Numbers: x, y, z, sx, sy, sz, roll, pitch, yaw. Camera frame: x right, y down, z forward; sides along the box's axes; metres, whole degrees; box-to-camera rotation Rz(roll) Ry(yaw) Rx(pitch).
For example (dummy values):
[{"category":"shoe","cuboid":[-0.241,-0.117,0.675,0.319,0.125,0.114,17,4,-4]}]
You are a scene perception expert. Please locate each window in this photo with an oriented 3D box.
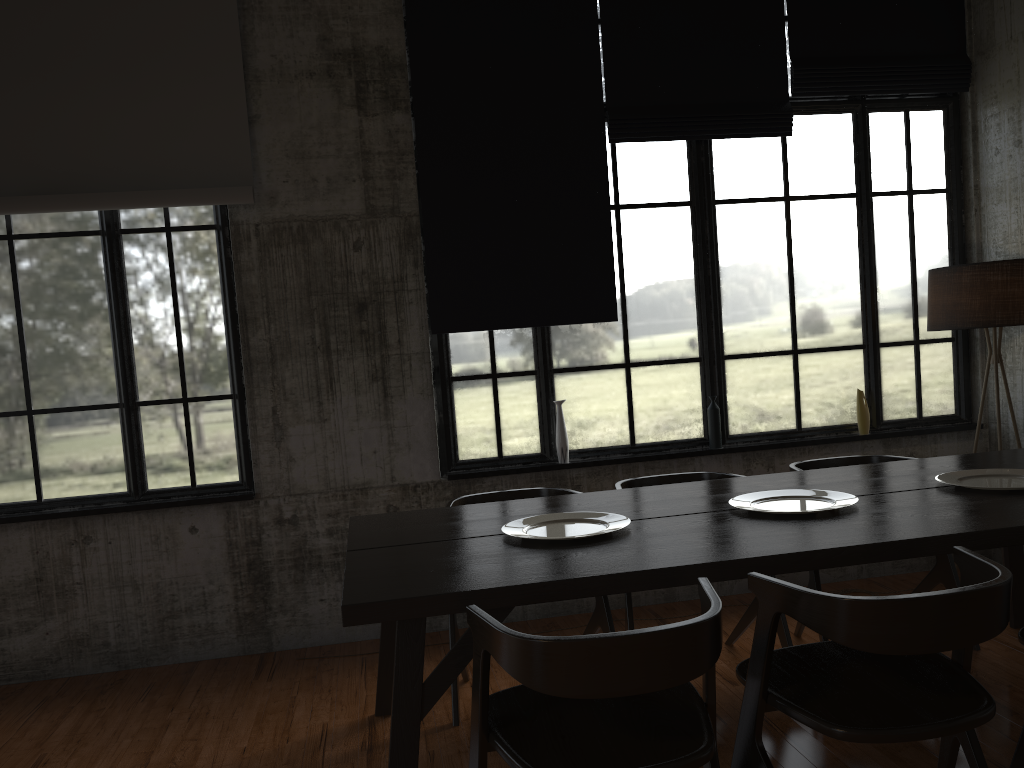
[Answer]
[{"category":"window","cuboid":[1.288,-1.245,5.885,3.810,3.443,0.050,-5,4,-9]},{"category":"window","cuboid":[-3.804,-0.834,5.070,4.303,3.443,0.050,-5,4,-9]}]

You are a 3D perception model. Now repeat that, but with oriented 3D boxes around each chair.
[{"category":"chair","cuboid":[1.948,0.936,4.843,0.878,0.995,0.768,-5,3,-9]},{"category":"chair","cuboid":[0.948,1.017,4.675,0.878,0.995,0.768,-5,3,-9]},{"category":"chair","cuboid":[0.282,1.138,2.717,0.878,0.995,0.768,-5,3,-9]},{"category":"chair","cuboid":[1.169,1.066,2.859,0.878,0.995,0.768,-5,3,-10]},{"category":"chair","cuboid":[2.217,0.983,2.984,0.878,0.995,0.768,-5,3,-13]},{"category":"chair","cuboid":[0.062,1.088,4.533,0.878,0.995,0.768,-5,3,-10]}]

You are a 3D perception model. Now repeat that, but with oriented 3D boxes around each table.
[{"category":"table","cuboid":[1.198,1.021,3.859,3.701,1.008,1.636,-5,3,-9]}]

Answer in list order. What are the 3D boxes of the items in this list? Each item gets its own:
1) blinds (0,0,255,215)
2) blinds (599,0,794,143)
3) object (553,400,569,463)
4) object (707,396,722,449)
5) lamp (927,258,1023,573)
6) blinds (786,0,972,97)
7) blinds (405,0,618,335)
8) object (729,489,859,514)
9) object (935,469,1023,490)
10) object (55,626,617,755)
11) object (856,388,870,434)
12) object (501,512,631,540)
[{"category":"blinds","cuboid":[-3.784,-1.773,4.829,4.464,1.779,0.136,-5,4,-9]},{"category":"blinds","cuboid":[1.187,-2.286,5.711,1.254,1.401,0.051,-5,4,-9]},{"category":"object","cuboid":[0.320,0.308,5.728,0.082,0.411,0.082,-1,5,41]},{"category":"object","cuboid":[1.344,0.256,5.890,0.080,0.353,0.080,-3,4,22]},{"category":"lamp","cuboid":[3.034,0.286,5.535,0.752,2.060,0.751,-4,4,3]},{"category":"blinds","cuboid":[2.448,-2.517,5.906,1.296,1.144,0.052,-5,4,-9]},{"category":"blinds","cuboid":[-0.001,-1.621,5.575,1.215,2.539,0.034,-5,4,-9]},{"category":"object","cuboid":[1.193,0.506,3.772,0.527,0.025,0.526,-4,2,1]},{"category":"object","cuboid":[2.166,0.427,3.928,0.527,0.025,0.526,-4,2,1]},{"category":"object","cuboid":[4.895,1.007,1.748,20.821,0.658,8.757,-5,2,-9]},{"category":"object","cuboid":[2.397,0.186,6.057,0.073,0.319,0.074,-1,5,43]},{"category":"object","cuboid":[0.220,0.584,3.616,0.527,0.025,0.526,-4,2,1]}]
